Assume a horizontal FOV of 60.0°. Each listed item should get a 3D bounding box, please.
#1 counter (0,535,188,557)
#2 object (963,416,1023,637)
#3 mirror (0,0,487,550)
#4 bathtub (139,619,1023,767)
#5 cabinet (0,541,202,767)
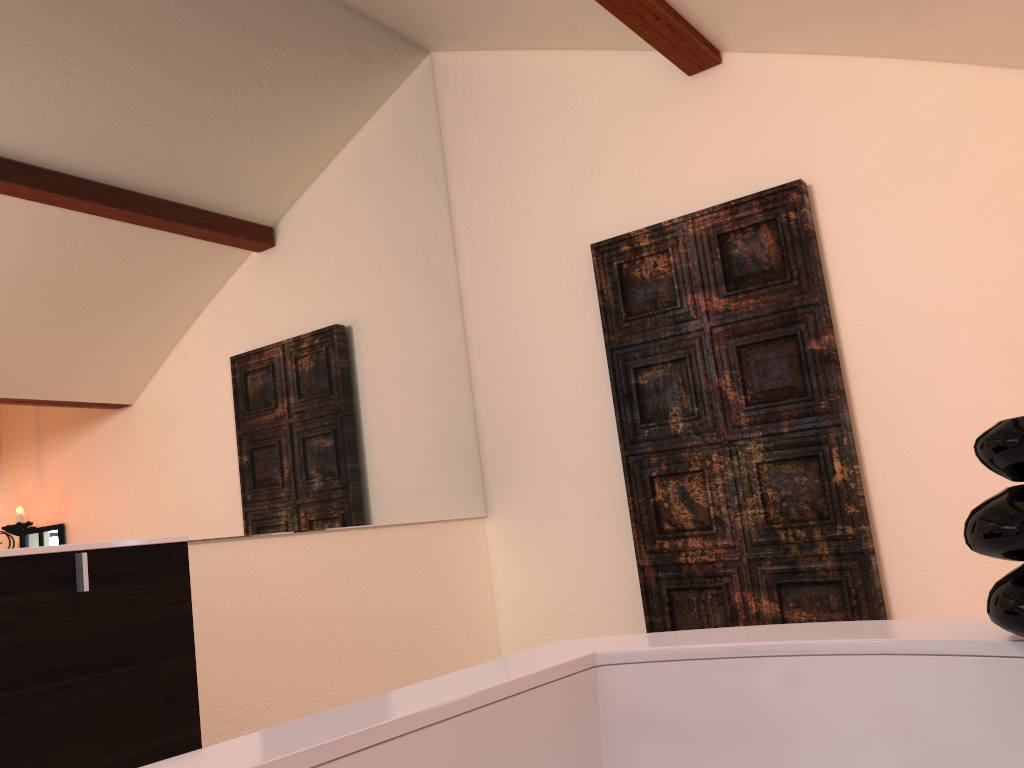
[{"bbox_3d":[-1.237,0.409,0.932,0.444,0.294,1.859,-13,-12,35],"label":"counter"},{"bbox_3d":[0.526,0.129,0.759,0.156,0.227,0.278,-3,-10,-24],"label":"object"},{"bbox_3d":[-1.142,-0.538,1.748,0.011,1.833,3.240,-12,-11,35],"label":"mirror"},{"bbox_3d":[-0.163,0.552,0.065,0.802,0.690,2.220,-13,-12,35],"label":"bathtub"},{"bbox_3d":[-1.222,0.734,0.904,0.387,0.918,1.859,-12,-11,35],"label":"cabinet"}]
